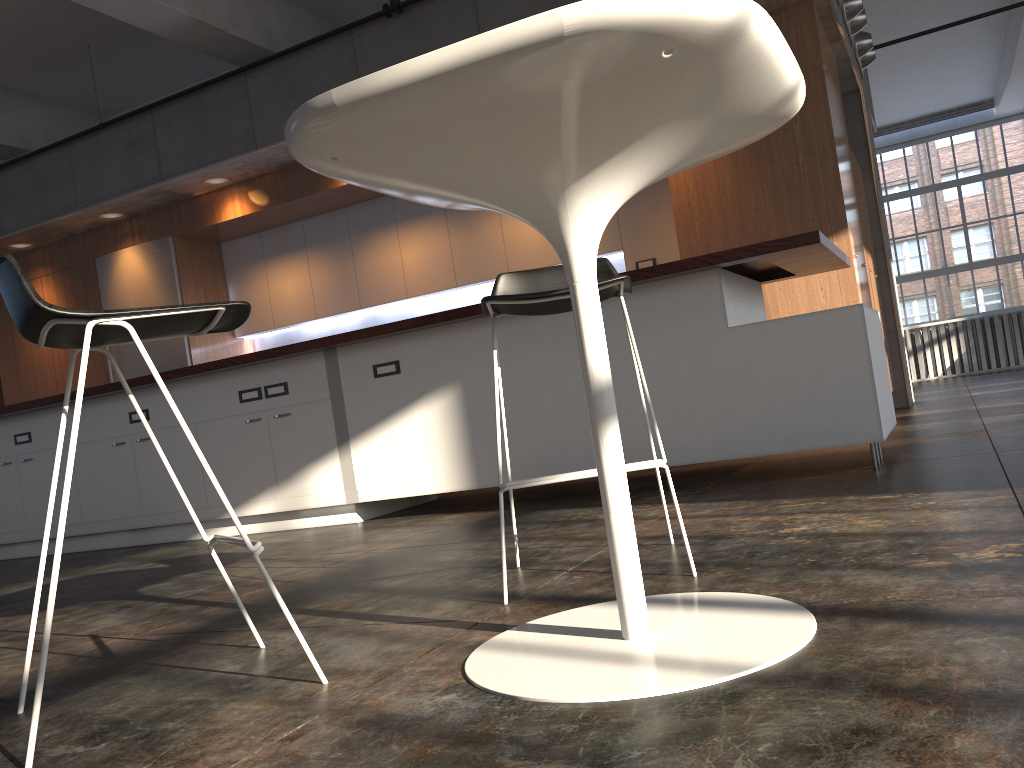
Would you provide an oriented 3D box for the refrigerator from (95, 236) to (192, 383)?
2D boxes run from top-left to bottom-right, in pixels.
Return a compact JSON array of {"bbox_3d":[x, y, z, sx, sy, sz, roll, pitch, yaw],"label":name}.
[{"bbox_3d":[-3.231,-0.143,8.019,0.943,2.190,0.223,-9,0,22],"label":"refrigerator"}]

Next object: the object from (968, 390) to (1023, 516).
[{"bbox_3d":[-3.564,1.399,7.435,26.801,0.001,20.046,-10,-2,25],"label":"object"}]

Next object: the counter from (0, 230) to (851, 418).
[{"bbox_3d":[-1.417,0.361,5.318,6.557,0.971,1.159,-10,-2,25],"label":"counter"}]

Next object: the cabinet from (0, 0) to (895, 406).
[{"bbox_3d":[-0.987,-0.578,8.235,7.987,2.562,2.415,-10,-1,25],"label":"cabinet"}]

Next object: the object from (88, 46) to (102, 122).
[{"bbox_3d":[-0.610,-0.353,7.215,0.051,0.053,0.063,-8,-1,-26],"label":"object"}]

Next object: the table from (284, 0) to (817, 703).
[{"bbox_3d":[0.154,-0.005,1.591,0.817,0.951,0.841,-9,-1,26],"label":"table"}]

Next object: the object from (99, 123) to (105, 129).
[{"bbox_3d":[-0.555,-0.358,7.230,0.061,0.053,0.053,-10,-1,32],"label":"object"}]

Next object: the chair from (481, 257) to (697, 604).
[{"bbox_3d":[0.164,0.109,2.292,0.463,0.895,0.506,-9,-1,3],"label":"chair"}]

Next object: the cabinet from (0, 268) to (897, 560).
[{"bbox_3d":[-0.878,0.299,5.055,5.565,0.930,0.936,-10,-1,25],"label":"cabinet"}]
